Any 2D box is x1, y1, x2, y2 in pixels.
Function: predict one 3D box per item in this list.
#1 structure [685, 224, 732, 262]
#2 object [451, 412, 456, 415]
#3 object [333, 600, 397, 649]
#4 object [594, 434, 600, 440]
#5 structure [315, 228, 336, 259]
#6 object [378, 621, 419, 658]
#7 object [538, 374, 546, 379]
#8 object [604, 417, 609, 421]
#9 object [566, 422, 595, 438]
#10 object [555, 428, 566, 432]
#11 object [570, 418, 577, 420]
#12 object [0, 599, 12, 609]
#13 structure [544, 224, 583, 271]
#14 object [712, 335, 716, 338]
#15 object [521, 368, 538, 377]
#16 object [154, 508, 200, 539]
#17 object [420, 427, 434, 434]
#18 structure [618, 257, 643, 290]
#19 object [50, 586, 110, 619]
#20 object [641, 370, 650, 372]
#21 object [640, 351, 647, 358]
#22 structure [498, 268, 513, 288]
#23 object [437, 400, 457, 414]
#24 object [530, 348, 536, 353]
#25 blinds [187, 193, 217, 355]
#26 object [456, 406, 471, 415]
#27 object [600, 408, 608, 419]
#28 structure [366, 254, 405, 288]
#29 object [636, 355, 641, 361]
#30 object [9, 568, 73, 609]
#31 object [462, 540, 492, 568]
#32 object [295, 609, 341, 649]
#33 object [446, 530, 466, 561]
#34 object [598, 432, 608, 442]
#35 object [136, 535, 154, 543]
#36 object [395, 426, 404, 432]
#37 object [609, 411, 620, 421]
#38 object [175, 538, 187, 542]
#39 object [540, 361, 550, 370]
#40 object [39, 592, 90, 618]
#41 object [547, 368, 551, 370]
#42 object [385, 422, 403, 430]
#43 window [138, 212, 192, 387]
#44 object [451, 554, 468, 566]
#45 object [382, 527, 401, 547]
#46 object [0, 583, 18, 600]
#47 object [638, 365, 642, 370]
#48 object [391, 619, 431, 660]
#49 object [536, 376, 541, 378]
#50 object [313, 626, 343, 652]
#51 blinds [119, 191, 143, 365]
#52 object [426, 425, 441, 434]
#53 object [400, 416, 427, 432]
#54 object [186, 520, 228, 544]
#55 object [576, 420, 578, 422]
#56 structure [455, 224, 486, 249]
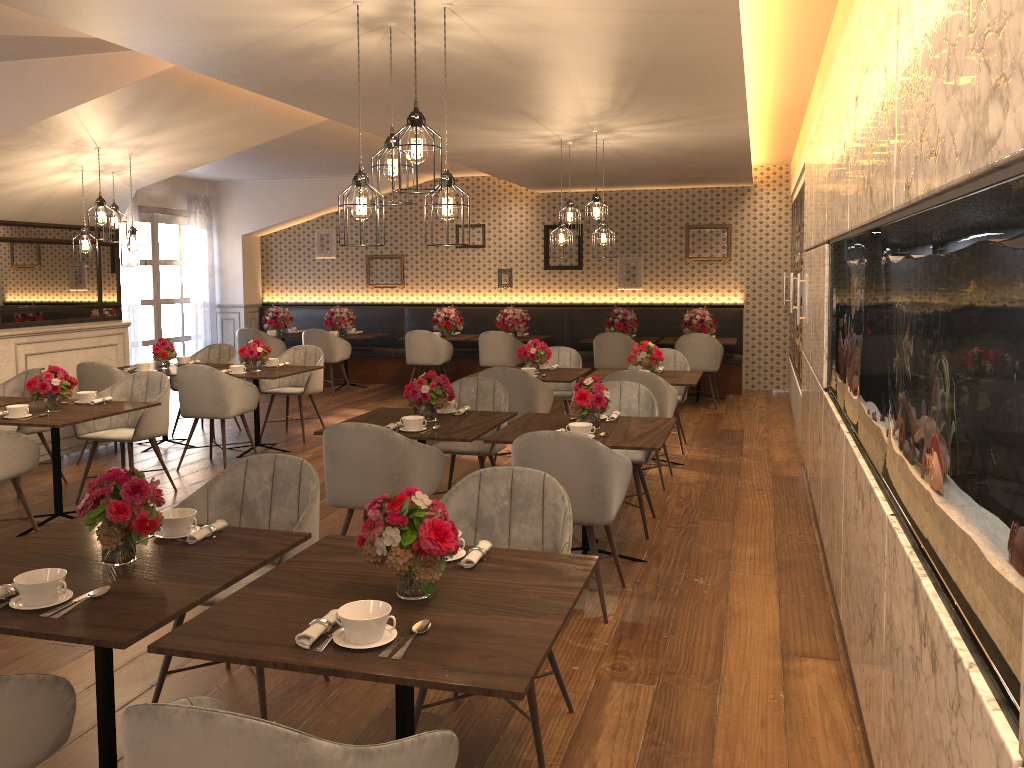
[{"bbox_3d":[2.578,-1.855,11.639,0.601,0.483,0.032,1,4,16],"label":"structure"},{"bbox_3d":[-0.331,0.167,5.345,0.025,0.024,0.193,1,7,16],"label":"object"},{"bbox_3d":[-0.342,0.560,2.060,0.148,0.072,0.149,-4,8,-32],"label":"object"},{"bbox_3d":[0.433,0.275,4.539,0.022,0.004,0.212,2,7,15],"label":"object"},{"bbox_3d":[-2.767,-2.083,13.127,0.340,0.438,0.035,1,4,16],"label":"structure"},{"bbox_3d":[-0.260,0.593,2.066,0.022,0.004,0.212,2,7,15],"label":"object"},{"bbox_3d":[0.248,-0.061,7.152,0.043,0.015,0.198,1,7,12],"label":"object"},{"bbox_3d":[0.554,0.192,5.098,0.025,0.024,0.193,1,7,16],"label":"object"},{"bbox_3d":[0.351,0.242,4.532,0.148,0.072,0.149,-1,7,-7],"label":"object"},{"bbox_3d":[0.241,0.255,4.564,0.056,0.039,0.176,1,7,16],"label":"object"},{"bbox_3d":[0.373,0.193,5.139,0.043,0.015,0.198,2,8,19],"label":"object"},{"bbox_3d":[-1.301,0.556,2.339,0.025,0.024,0.193,1,7,16],"label":"object"},{"bbox_3d":[0.707,-1.877,12.172,0.544,0.630,0.035,1,4,16],"label":"structure"},{"bbox_3d":[2.526,-0.589,11.096,0.056,0.039,0.176,1,7,16],"label":"object"},{"bbox_3d":[0.133,-0.090,7.161,0.148,0.072,0.149,-1,7,-7],"label":"object"},{"bbox_3d":[-1.098,0.459,2.901,0.148,0.072,0.149,-4,8,-32],"label":"object"},{"bbox_3d":[-0.452,0.250,4.786,0.022,0.004,0.212,2,7,15],"label":"object"},{"bbox_3d":[1.593,-1.491,11.942,0.340,0.438,0.035,1,4,16],"label":"structure"},{"bbox_3d":[-1.113,0.564,2.297,0.043,0.015,0.198,1,7,12],"label":"object"},{"bbox_3d":[1.018,-0.065,6.914,0.148,0.072,0.149,-1,7,-7],"label":"object"},{"bbox_3d":[1.052,-0.239,7.129,0.048,0.052,0.077,-1,6,-5],"label":"object"},{"bbox_3d":[-0.095,-1.483,12.426,0.216,0.276,0.018,1,4,16],"label":"structure"},{"bbox_3d":[-0.405,0.140,5.374,0.148,0.072,0.149,-1,7,-7],"label":"object"},{"bbox_3d":[0.169,-0.276,7.408,0.045,0.052,0.077,-3,7,-22],"label":"object"},{"bbox_3d":[-4.470,-1.377,12.796,0.134,2.688,0.621,1,4,16],"label":"blinds"},{"bbox_3d":[-0.295,0.160,5.345,0.056,0.039,0.176,1,7,16],"label":"object"},{"bbox_3d":[0.480,0.165,5.127,0.148,0.072,0.149,-1,7,-7],"label":"object"},{"bbox_3d":[-1.849,-1.643,12.900,0.601,0.483,0.032,1,4,16],"label":"structure"},{"bbox_3d":[1.033,-0.211,7.150,0.049,0.052,0.078,2,7,25],"label":"object"},{"bbox_3d":[-1.227,0.535,2.307,0.148,0.072,0.149,-4,8,-32],"label":"object"},{"bbox_3d":[-0.103,0.504,2.625,0.056,0.039,0.176,1,7,16],"label":"object"},{"bbox_3d":[-0.452,0.574,2.091,0.056,0.039,0.176,1,7,16],"label":"object"},{"bbox_3d":[-0.213,0.484,2.654,0.148,0.072,0.149,-4,8,-32],"label":"object"},{"bbox_3d":[0.465,0.271,4.523,0.043,0.015,0.198,1,7,12],"label":"object"},{"bbox_3d":[-1.180,0.494,2.899,0.022,0.004,0.212,2,7,15],"label":"object"},{"bbox_3d":[-0.608,0.237,4.812,0.025,0.024,0.193,1,7,16],"label":"object"},{"bbox_3d":[0.590,0.185,5.098,0.056,0.039,0.176,1,7,16],"label":"object"},{"bbox_3d":[-1.024,0.486,2.873,0.025,0.024,0.193,1,7,16],"label":"object"},{"bbox_3d":[0.263,-0.167,7.756,0.148,0.072,0.149,-1,7,-7],"label":"object"},{"bbox_3d":[-1.145,0.568,2.314,0.022,0.004,0.212,2,7,15],"label":"object"},{"bbox_3d":[0.337,-0.140,7.727,0.025,0.024,0.193,1,7,16],"label":"object"},{"bbox_3d":[-0.644,0.230,4.811,0.056,0.039,0.176,1,7,16],"label":"object"},{"bbox_3d":[-5.949,-0.339,5.999,0.495,2.378,14.596,0,7,12],"label":"window"},{"bbox_3d":[-0.139,0.511,2.625,0.025,0.024,0.193,1,7,16],"label":"object"},{"bbox_3d":[-0.308,0.385,2.275,0.048,0.052,0.077,-1,6,-5],"label":"object"},{"bbox_3d":[-1.337,0.549,2.339,0.056,0.039,0.176,1,7,16],"label":"object"},{"bbox_3d":[1.147,-0.142,7.509,0.148,0.072,0.149,-1,7,-7],"label":"object"},{"bbox_3d":[-0.228,0.590,2.050,0.043,0.015,0.198,1,7,12],"label":"object"},{"bbox_3d":[0.216,-0.057,7.168,0.022,0.004,0.212,2,7,15],"label":"object"},{"bbox_3d":[-0.416,0.581,2.092,0.025,0.024,0.193,1,7,16],"label":"object"},{"bbox_3d":[-4.926,-1.172,11.207,0.134,2.688,0.690,1,4,16],"label":"blinds"},{"bbox_3d":[-0.420,0.246,4.770,0.043,0.015,0.198,1,7,12],"label":"object"},{"bbox_3d":[-0.534,0.217,4.780,0.148,0.072,0.149,-1,7,-7],"label":"object"},{"bbox_3d":[-0.988,0.479,2.872,0.056,0.039,0.176,1,7,16],"label":"object"},{"bbox_3d":[0.398,0.201,5.125,0.022,0.004,0.212,2,7,15],"label":"object"},{"bbox_3d":[-0.586,-2.090,12.523,0.449,0.343,0.016,1,4,16],"label":"structure"}]
